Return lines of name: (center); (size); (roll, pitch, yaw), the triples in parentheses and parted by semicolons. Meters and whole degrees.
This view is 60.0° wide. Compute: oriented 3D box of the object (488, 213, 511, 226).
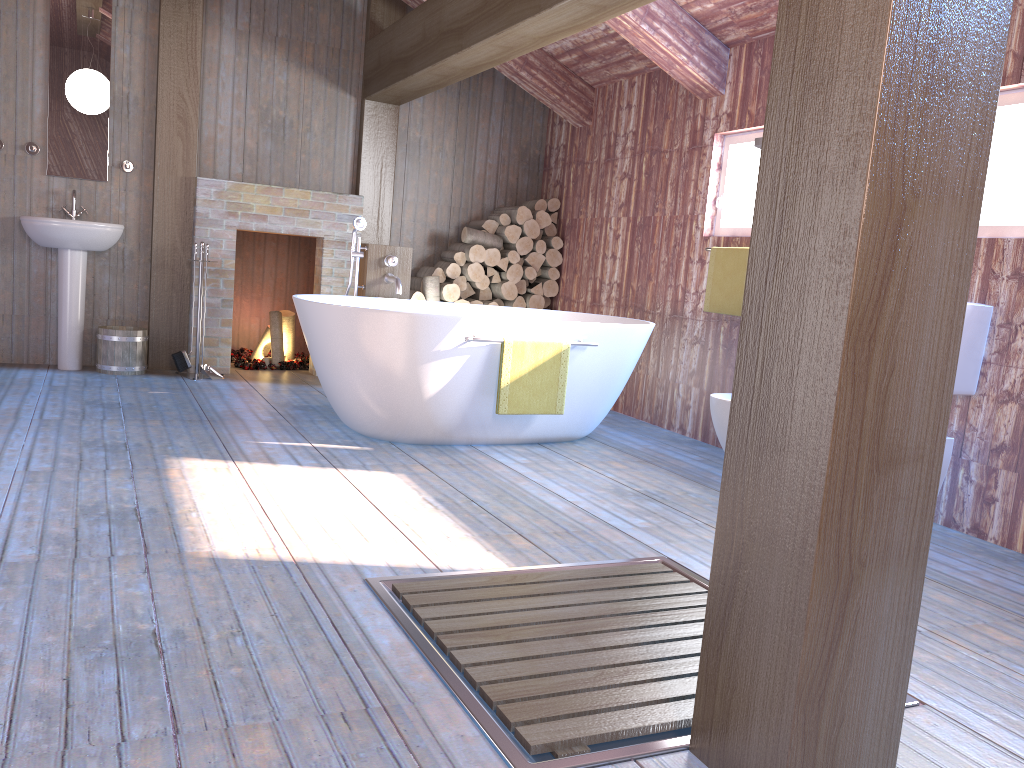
object: (-0.096, -1.237, 6.675); (0.094, 0.097, 0.227); (2, 8, -24)

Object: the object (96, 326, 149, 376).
object: (-2.519, -0.217, 5.733); (0.309, 0.290, 0.308); (3, 8, -15)

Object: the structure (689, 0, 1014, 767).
structure: (0.596, -0.363, 1.600); (0.328, 2.209, 0.522); (4, 7, -5)

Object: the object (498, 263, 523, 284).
object: (-0.067, -0.847, 6.767); (0.136, 0.157, 0.439); (2, 8, -24)

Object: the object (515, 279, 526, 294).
object: (-0.004, -0.756, 6.796); (0.111, 0.118, 0.302); (1, 8, -26)

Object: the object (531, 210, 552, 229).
object: (0.145, -1.260, 6.819); (0.133, 0.142, 0.456); (2, 8, -24)

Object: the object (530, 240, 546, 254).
object: (0.130, -1.059, 6.821); (0.089, 0.106, 0.437); (2, 8, -24)

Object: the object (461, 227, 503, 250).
object: (-0.220, -1.068, 6.542); (0.302, 0.157, 0.121); (2, 8, -24)

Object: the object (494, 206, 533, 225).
object: (0.003, -1.278, 6.747); (0.135, 0.139, 0.456); (2, 8, -24)

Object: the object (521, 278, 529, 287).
object: (0.061, -0.781, 6.824); (0.065, 0.069, 0.177); (1, 8, -26)

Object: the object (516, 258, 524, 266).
object: (-0.004, -0.922, 6.759); (0.095, 0.090, 0.278); (2, 8, -24)

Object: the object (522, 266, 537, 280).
object: (0.051, -0.865, 6.817); (0.102, 0.109, 0.438); (2, 8, -25)

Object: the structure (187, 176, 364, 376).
structure: (-1.662, -0.712, 6.235); (1.130, 1.330, 0.226); (1, 8, -26)

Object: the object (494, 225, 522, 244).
object: (-0.087, -1.143, 6.727); (0.139, 0.148, 0.458); (2, 8, -25)

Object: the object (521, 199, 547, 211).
object: (0.165, -1.358, 6.828); (0.104, 0.121, 0.270); (2, 8, -24)

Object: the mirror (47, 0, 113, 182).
mirror: (-2.731, -1.908, 5.604); (0.350, 1.199, 0.009); (1, 8, -25)

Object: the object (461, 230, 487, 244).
object: (-0.279, -1.103, 6.729); (0.113, 0.130, 0.291); (2, 8, -24)

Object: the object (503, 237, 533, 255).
object: (0.002, -1.050, 6.765); (0.143, 0.151, 0.440); (2, 8, -25)

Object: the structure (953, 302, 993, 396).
structure: (1.699, -0.158, 3.583); (0.182, 0.363, 0.358); (2, 8, -25)

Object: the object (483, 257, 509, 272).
object: (-0.161, -0.906, 6.708); (0.109, 0.124, 0.424); (1, 8, -26)

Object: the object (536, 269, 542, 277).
object: (0.154, -0.878, 6.915); (0.088, 0.092, 0.280); (2, 8, -24)

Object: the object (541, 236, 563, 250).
object: (0.252, -1.099, 6.873); (0.102, 0.109, 0.438); (2, 8, -25)

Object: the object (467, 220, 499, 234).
object: (-0.224, -1.186, 6.742); (0.140, 0.121, 0.319); (2, 8, -24)

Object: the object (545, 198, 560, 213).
object: (0.263, -1.379, 6.872); (0.112, 0.113, 0.271); (2, 8, -25)

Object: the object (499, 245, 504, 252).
object: (-0.176, -1.053, 6.788); (0.121, 0.124, 0.291); (2, 8, -24)

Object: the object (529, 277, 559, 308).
object: (0.200, -0.708, 6.927); (0.137, 0.256, 0.439); (2, 8, -25)

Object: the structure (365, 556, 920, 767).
structure: (0.252, 0.653, 2.220); (1.000, 0.067, 1.000); (1, 8, -26)

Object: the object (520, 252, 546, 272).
object: (0.078, -0.949, 6.849); (0.172, 0.151, 0.482); (2, 8, -24)

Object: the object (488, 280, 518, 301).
object: (-0.117, -0.725, 6.764); (0.141, 0.143, 0.437); (1, 8, -27)

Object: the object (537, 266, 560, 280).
object: (0.228, -0.870, 6.902); (0.102, 0.109, 0.438); (2, 8, -25)

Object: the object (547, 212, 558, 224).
object: (0.252, -1.297, 6.898); (0.081, 0.100, 0.281); (1, 8, -25)

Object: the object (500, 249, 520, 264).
object: (-0.075, -0.974, 6.737); (0.102, 0.109, 0.438); (2, 8, -25)

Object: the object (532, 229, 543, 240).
object: (0.114, -1.157, 6.912); (0.132, 0.119, 0.319); (2, 8, -24)

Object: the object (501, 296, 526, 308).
object: (-0.010, -0.629, 6.803); (0.114, 0.113, 0.301); (1, 8, -28)

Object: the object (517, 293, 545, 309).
object: (0.091, -0.640, 6.885); (0.137, 0.133, 0.437); (1, 8, -27)

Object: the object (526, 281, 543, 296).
object: (0.105, -0.755, 6.863); (0.115, 0.112, 0.423); (2, 8, -25)

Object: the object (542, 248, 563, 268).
object: (0.229, -0.988, 6.886); (0.147, 0.152, 0.439); (2, 8, -25)

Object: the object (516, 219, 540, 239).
object: (0.049, -1.184, 6.765); (0.141, 0.143, 0.437); (1, 8, -27)

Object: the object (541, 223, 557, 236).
object: (0.243, -1.199, 6.893); (0.107, 0.115, 0.269); (2, 8, -24)

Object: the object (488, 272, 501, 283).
object: (-0.168, -0.818, 6.728); (0.085, 0.096, 0.280); (2, 8, -24)
